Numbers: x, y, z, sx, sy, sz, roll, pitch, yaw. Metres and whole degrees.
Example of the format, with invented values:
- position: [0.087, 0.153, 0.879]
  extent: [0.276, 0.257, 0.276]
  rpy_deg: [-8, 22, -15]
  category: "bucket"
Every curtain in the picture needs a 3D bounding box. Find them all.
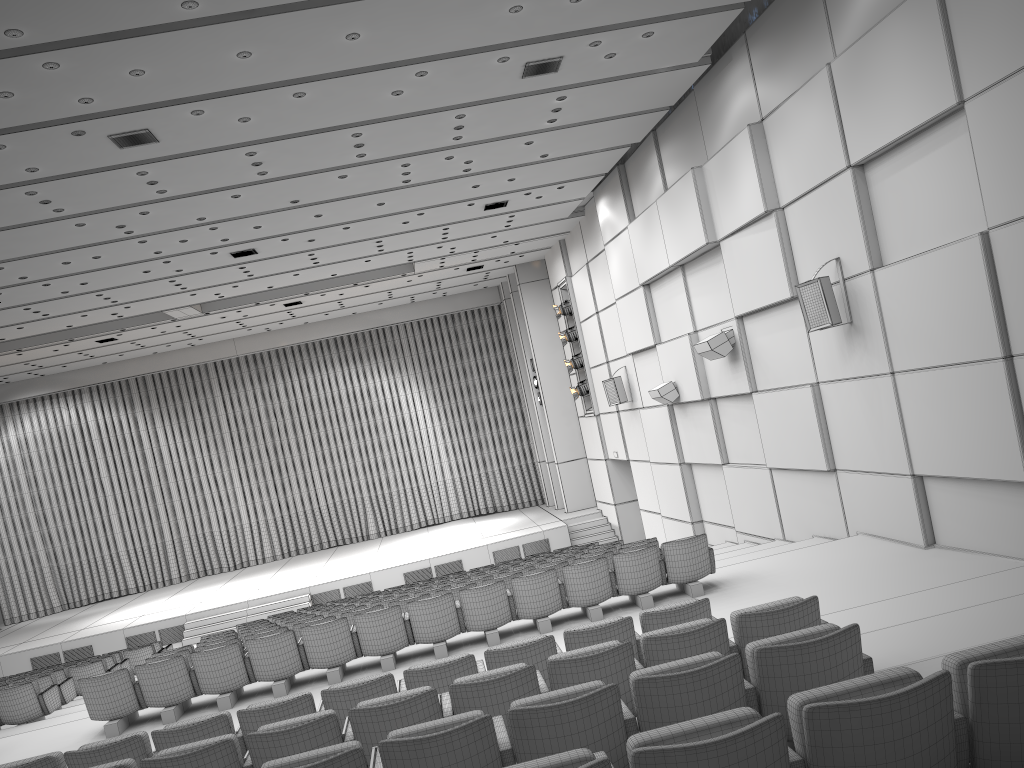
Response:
- position: [-7.266, 2.036, 26.306]
  extent: [16.106, 6.531, 1.429]
  rpy_deg: [-12, 2, -6]
  category: "curtain"

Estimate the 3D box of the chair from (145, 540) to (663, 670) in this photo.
- position: [-1.116, 2.767, 10.390]
  extent: [6.041, 0.623, 0.612]
  rpy_deg: [-12, 0, -6]
  category: "chair"

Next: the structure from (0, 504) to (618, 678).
- position: [-6.122, 5.455, 23.316]
  extent: [17.793, 0.847, 8.325]
  rpy_deg: [-12, -2, -6]
  category: "structure"

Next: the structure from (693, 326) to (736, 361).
- position: [2.948, -0.571, 12.787]
  extent: [0.469, 0.418, 0.521]
  rpy_deg: [-12, 0, -10]
  category: "structure"

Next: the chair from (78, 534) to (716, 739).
- position: [-1.049, 2.561, 9.289]
  extent: [6.591, 0.623, 0.612]
  rpy_deg: [-12, 0, -6]
  category: "chair"

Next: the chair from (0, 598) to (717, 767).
- position: [-4.968, 3.118, 5.652]
  extent: [13.180, 0.623, 0.612]
  rpy_deg: [-12, 0, -6]
  category: "chair"

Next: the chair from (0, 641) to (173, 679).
- position: [-9.337, 5.653, 16.207]
  extent: [6.041, 0.623, 0.612]
  rpy_deg: [-12, 0, -6]
  category: "chair"

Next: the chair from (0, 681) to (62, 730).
- position: [-8.971, 4.613, 10.699]
  extent: [6.590, 0.623, 0.612]
  rpy_deg: [-12, 0, -6]
  category: "chair"

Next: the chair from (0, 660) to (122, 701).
- position: [-9.137, 5.034, 12.898]
  extent: [6.590, 0.623, 0.612]
  rpy_deg: [-12, 0, -6]
  category: "chair"

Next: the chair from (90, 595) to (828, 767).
- position: [-4.858, 2.902, 4.555]
  extent: [13.730, 0.623, 0.612]
  rpy_deg: [-12, 0, -6]
  category: "chair"

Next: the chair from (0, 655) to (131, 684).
- position: [-9.204, 5.240, 13.999]
  extent: [6.041, 0.623, 0.612]
  rpy_deg: [-12, 0, -6]
  category: "chair"

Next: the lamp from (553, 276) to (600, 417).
- position: [1.565, -0.854, 21.183]
  extent: [0.753, 3.345, 1.023]
  rpy_deg: [-12, 2, -10]
  category: "lamp"

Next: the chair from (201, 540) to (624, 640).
- position: [-1.382, 3.401, 13.686]
  extent: [6.590, 0.623, 0.612]
  rpy_deg: [-12, 0, -6]
  category: "chair"

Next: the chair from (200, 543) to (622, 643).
- position: [-1.282, 3.187, 12.588]
  extent: [6.041, 0.623, 0.612]
  rpy_deg: [-12, 0, -6]
  category: "chair"

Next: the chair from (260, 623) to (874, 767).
- position: [-4.801, 2.698, 3.453]
  extent: [13.180, 0.623, 0.612]
  rpy_deg: [-12, 0, -6]
  category: "chair"

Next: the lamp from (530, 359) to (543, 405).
- position: [0.782, -0.065, 23.684]
  extent: [0.435, 1.480, 0.385]
  rpy_deg: [-12, 2, -10]
  category: "lamp"

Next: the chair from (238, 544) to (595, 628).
- position: [-1.449, 3.607, 14.787]
  extent: [6.041, 0.623, 0.612]
  rpy_deg: [-12, 0, -6]
  category: "chair"

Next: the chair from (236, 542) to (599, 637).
- position: [-1.549, 3.821, 15.884]
  extent: [6.590, 0.623, 0.612]
  rpy_deg: [-12, 0, -6]
  category: "chair"

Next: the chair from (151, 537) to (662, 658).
- position: [-1.216, 2.981, 11.487]
  extent: [6.590, 0.623, 0.612]
  rpy_deg: [-12, 0, -6]
  category: "chair"

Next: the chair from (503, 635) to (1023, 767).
- position: [-4.692, 2.482, 2.357]
  extent: [13.730, 0.623, 0.612]
  rpy_deg: [-12, 0, -6]
  category: "chair"

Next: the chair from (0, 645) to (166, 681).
- position: [-9.304, 5.454, 15.096]
  extent: [6.590, 0.623, 0.612]
  rpy_deg: [-12, 0, -6]
  category: "chair"

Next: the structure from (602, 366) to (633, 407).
- position: [2.146, 0.048, 18.033]
  extent: [0.412, 0.745, 0.407]
  rpy_deg: [-11, 1, 41]
  category: "structure"

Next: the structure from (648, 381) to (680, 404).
- position: [2.669, 0.127, 15.310]
  extent: [0.469, 0.418, 0.521]
  rpy_deg: [-12, 0, -9]
  category: "structure"

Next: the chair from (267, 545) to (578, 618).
- position: [-1.582, 4.021, 16.995]
  extent: [6.041, 0.623, 0.612]
  rpy_deg: [-12, 0, -6]
  category: "chair"

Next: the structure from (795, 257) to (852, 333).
- position: [3.415, -0.974, 9.731]
  extent: [0.412, 0.745, 0.407]
  rpy_deg: [-11, 1, 41]
  category: "structure"

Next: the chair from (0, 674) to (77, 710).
- position: [-9.037, 4.820, 11.800]
  extent: [6.041, 0.623, 0.612]
  rpy_deg: [-12, 0, -6]
  category: "chair"
